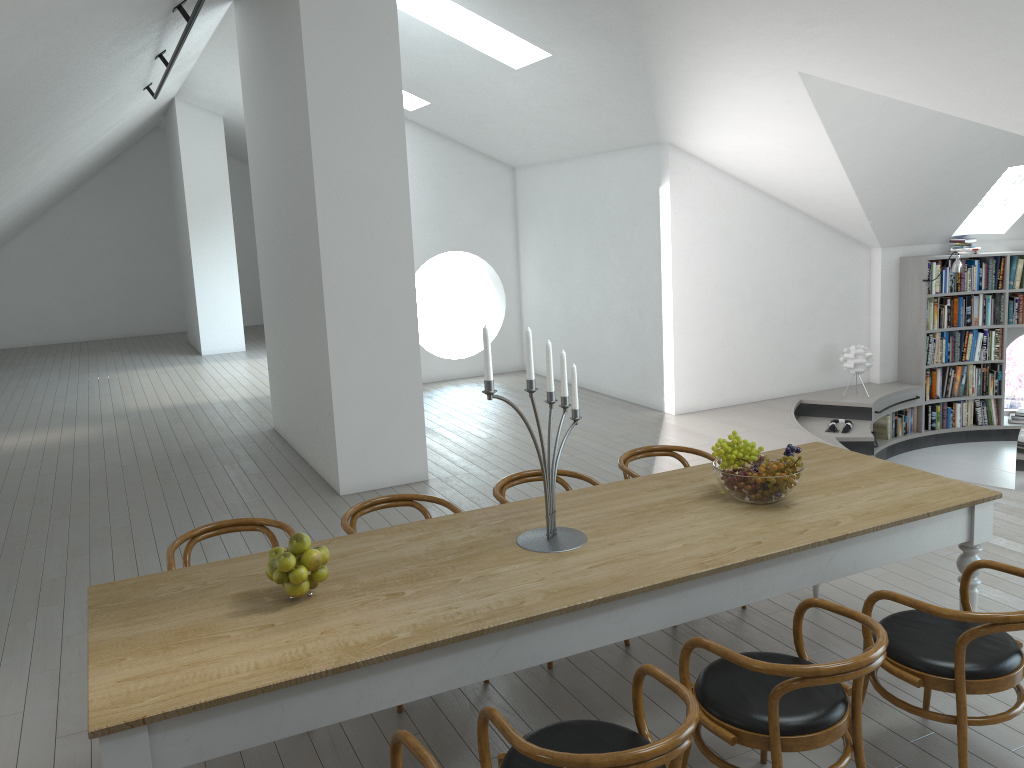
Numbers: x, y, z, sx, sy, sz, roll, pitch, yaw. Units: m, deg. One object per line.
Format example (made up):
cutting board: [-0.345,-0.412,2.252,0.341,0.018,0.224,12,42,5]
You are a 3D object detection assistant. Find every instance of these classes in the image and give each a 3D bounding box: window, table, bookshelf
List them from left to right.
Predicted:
table: [0.270,0.963,3.391,3.353,0.795,1.022,-8,11,-25]
window: [6.676,-0.026,9.101,0.618,1.145,3.238,-10,13,-38]
bookshelf: [6.106,-0.260,8.219,2.111,1.871,4.348,-7,11,-24]
window: [6.019,-2.000,7.944,1.935,0.710,4.069,-8,12,-24]

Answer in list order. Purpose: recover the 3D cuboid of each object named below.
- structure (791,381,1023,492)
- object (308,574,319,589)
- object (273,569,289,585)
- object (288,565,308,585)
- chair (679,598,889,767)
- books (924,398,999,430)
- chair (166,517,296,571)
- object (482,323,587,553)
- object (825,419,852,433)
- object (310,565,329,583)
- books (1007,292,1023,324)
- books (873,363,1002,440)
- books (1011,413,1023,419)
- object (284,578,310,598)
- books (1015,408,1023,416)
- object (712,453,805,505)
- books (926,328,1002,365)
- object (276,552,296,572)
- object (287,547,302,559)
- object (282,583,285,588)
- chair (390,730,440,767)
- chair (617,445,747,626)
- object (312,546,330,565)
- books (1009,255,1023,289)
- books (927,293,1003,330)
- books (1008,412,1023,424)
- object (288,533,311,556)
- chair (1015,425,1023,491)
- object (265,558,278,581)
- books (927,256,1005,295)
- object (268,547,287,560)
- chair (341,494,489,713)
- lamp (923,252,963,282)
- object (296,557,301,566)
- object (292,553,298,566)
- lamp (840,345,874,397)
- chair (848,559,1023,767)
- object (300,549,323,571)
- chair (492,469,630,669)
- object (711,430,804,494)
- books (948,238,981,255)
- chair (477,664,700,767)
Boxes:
structure: [4.901,0.664,7.762,4.709,0.690,4.732,1,11,20]
object: [-0.662,0.654,2.931,0.051,0.050,0.050,-7,10,-21]
object: [-0.739,0.614,2.836,0.053,0.053,0.051,-9,12,-33]
object: [-0.681,0.609,2.827,0.062,0.059,0.062,-7,11,-20]
chair: [0.855,1.081,2.795,0.528,0.731,0.623,-8,11,-28]
books: [4.914,0.304,9.787,0.918,0.318,0.284,-4,10,-7]
chair: [-1.134,1.008,3.723,0.528,0.731,0.623,-7,10,-22]
object: [0.082,0.166,3.182,0.266,0.871,0.777,4,12,38]
object: [3.175,0.408,8.575,0.218,0.082,0.475,3,12,27]
object: [-0.628,0.619,2.895,0.059,0.055,0.060,-9,11,-30]
books: [6.333,-0.749,8.976,0.592,0.369,2.533,-13,14,-43]
books: [4.592,0.148,9.665,1.641,0.692,0.392,-6,10,-15]
books: [5.730,0.352,9.845,0.269,0.031,0.287,6,14,41]
object: [-0.695,0.652,2.871,0.080,0.073,0.079,1,10,20]
books: [5.728,0.321,9.840,0.214,0.036,0.227,6,14,41]
object: [1.000,0.403,3.601,0.360,0.159,0.361,7,15,44]
books: [4.822,-0.418,9.629,1.020,0.357,0.262,-4,10,-8]
object: [-0.718,0.567,2.817,0.062,0.059,0.062,-7,11,-24]
object: [-0.719,0.553,2.936,0.053,0.057,0.058,-5,10,-10]
object: [-0.732,0.649,2.935,0.064,0.063,0.064,-5,10,-14]
chair: [-0.433,1.268,2.144,0.528,0.731,0.623,-8,11,-28]
chair: [0.848,0.744,4.593,0.528,0.731,0.623,-7,10,-21]
object: [-0.642,0.573,2.942,0.072,0.063,0.071,-9,12,-31]
books: [5.681,-1.212,9.480,0.793,0.371,0.270,1,10,18]
books: [4.822,-0.797,9.616,1.088,0.346,0.304,-5,10,-9]
books: [5.731,0.385,9.851,0.366,0.042,0.389,4,12,31]
object: [-0.691,0.521,2.886,0.072,0.074,0.072,-7,11,-25]
chair: [5.026,0.656,7.744,0.742,0.716,0.825,-9,11,-30]
object: [-0.763,0.604,2.885,0.076,0.076,0.077,3,12,31]
books: [4.787,-1.174,9.540,1.033,0.360,0.302,-5,10,-9]
object: [-0.775,0.572,2.937,0.063,0.063,0.062,2,11,27]
chair: [-0.453,0.928,3.963,0.528,0.731,0.623,-8,11,-29]
lamp: [4.460,-1.210,9.151,0.117,0.310,0.415,-8,11,-28]
object: [-0.698,0.591,2.970,0.071,0.072,0.071,3,11,29]
object: [-0.721,0.574,2.870,0.053,0.050,0.053,4,12,36]
lamp: [3.542,-0.137,9.115,0.306,0.522,0.306,-10,12,-36]
chair: [1.534,1.000,3.043,0.528,0.731,0.623,-7,11,-25]
object: [-0.647,0.570,2.868,0.066,0.071,0.073,4,12,34]
chair: [0.210,0.840,4.253,0.528,0.731,0.623,-7,11,-25]
object: [0.999,0.336,3.620,0.394,0.283,0.293,3,11,29]
books: [6.010,-1.442,9.001,2.817,0.173,0.750,5,13,35]
chair: [0.224,1.180,2.437,0.528,0.731,0.623,-7,10,-21]
